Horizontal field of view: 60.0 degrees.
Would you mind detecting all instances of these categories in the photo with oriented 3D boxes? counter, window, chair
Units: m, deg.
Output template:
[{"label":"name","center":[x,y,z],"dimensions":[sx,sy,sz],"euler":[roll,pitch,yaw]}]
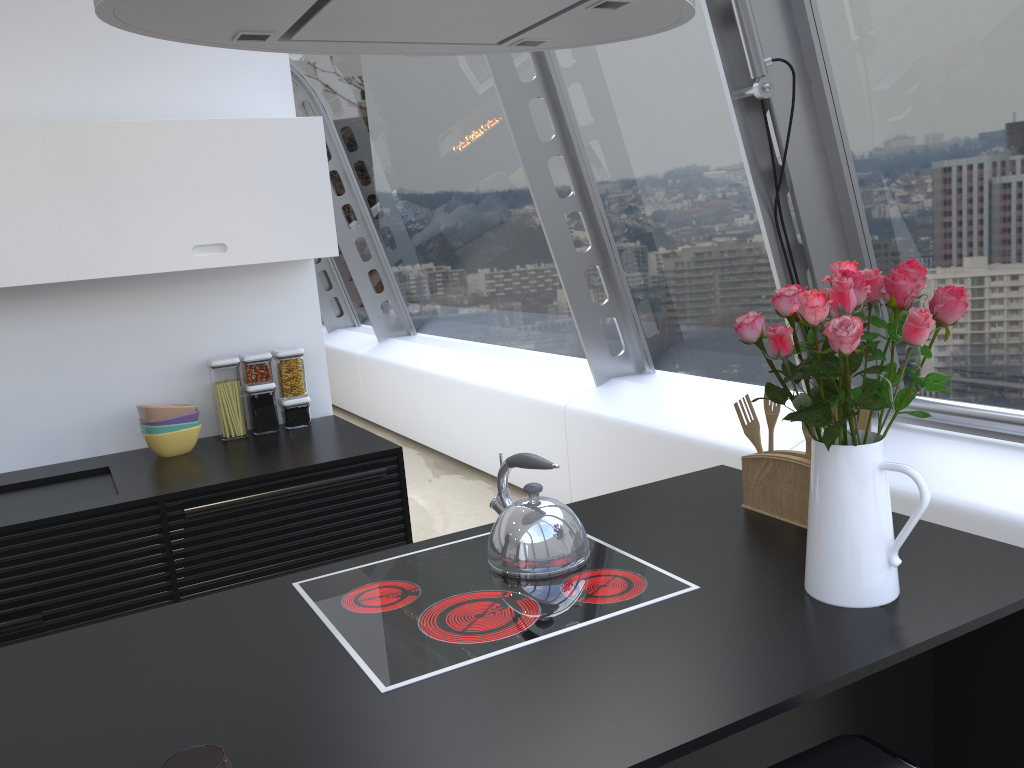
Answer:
[{"label":"counter","center":[-0.841,0.584,1.203],"dimensions":[3.800,0.018,1.006],"euler":[-10,11,-27]},{"label":"counter","center":[-2.209,0.476,2.577],"dimensions":[3.738,0.025,0.804],"euler":[-10,11,-27]},{"label":"window","center":[-6.878,0.186,3.168],"dimensions":[16.693,3.674,16.171],"euler":[-12,12,-34]},{"label":"chair","center":[0.459,0.893,1.208],"dimensions":[0.418,0.857,0.460],"euler":[-10,11,-26]}]

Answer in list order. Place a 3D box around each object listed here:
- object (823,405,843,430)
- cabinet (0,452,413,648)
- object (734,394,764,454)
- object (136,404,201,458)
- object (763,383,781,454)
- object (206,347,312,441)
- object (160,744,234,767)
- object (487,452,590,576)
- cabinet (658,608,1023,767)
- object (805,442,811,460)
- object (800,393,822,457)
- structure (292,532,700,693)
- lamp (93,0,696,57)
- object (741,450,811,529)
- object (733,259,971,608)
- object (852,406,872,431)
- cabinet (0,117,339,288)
[{"label":"object","center":[0.689,0.173,1.875],"dimensions":[0.039,0.298,0.068],"euler":[-10,11,-26]},{"label":"cabinet","center":[-2.886,-0.011,2.157],"dimensions":[5.157,2.901,0.831],"euler":[-10,11,-27]},{"label":"object","center":[0.589,0.159,2.109],"dimensions":[0.016,0.259,0.199],"euler":[-8,10,-16]},{"label":"object","center":[-1.257,0.161,3.269],"dimensions":[0.205,0.205,0.185],"euler":[-13,12,-38]},{"label":"object","center":[0.606,0.145,2.074],"dimensions":[0.027,0.299,0.055],"euler":[-10,11,-26]},{"label":"object","center":[-0.996,0.036,3.516],"dimensions":[0.365,0.315,0.113],"euler":[-10,11,-27]},{"label":"object","center":[-0.377,0.504,1.070],"dimensions":[0.095,0.106,0.095],"euler":[-6,10,-6]},{"label":"object","center":[0.048,0.260,1.895],"dimensions":[0.221,0.230,0.221],"euler":[-4,10,4]},{"label":"cabinet","center":[-0.804,1.005,1.275],"dimensions":[3.800,0.838,1.007],"euler":[-10,11,-27]},{"label":"object","center":[0.660,0.159,1.969],"dimensions":[0.040,0.299,0.061],"euler":[-10,11,-28]},{"label":"object","center":[0.658,0.166,1.930],"dimensions":[0.019,0.299,0.057],"euler":[-10,11,-26]},{"label":"structure","center":[-0.054,0.425,1.787],"dimensions":[0.640,0.041,0.562],"euler":[-10,11,-27]},{"label":"lamp","center":[-0.189,-1.129,1.522],"dimensions":[1.112,0.966,0.606],"euler":[-10,11,-27]},{"label":"object","center":[0.658,0.238,1.978],"dimensions":[0.084,0.157,0.353],"euler":[-10,11,-26]},{"label":"object","center":[0.596,0.083,1.563],"dimensions":[0.327,0.596,0.350],"euler":[-9,10,-20]},{"label":"object","center":[0.722,0.175,1.850],"dimensions":[0.030,0.294,0.057],"euler":[-10,11,-26]},{"label":"cabinet","center":[-2.404,-0.467,2.636],"dimensions":[3.741,0.515,0.343],"euler":[-10,11,-27]}]
